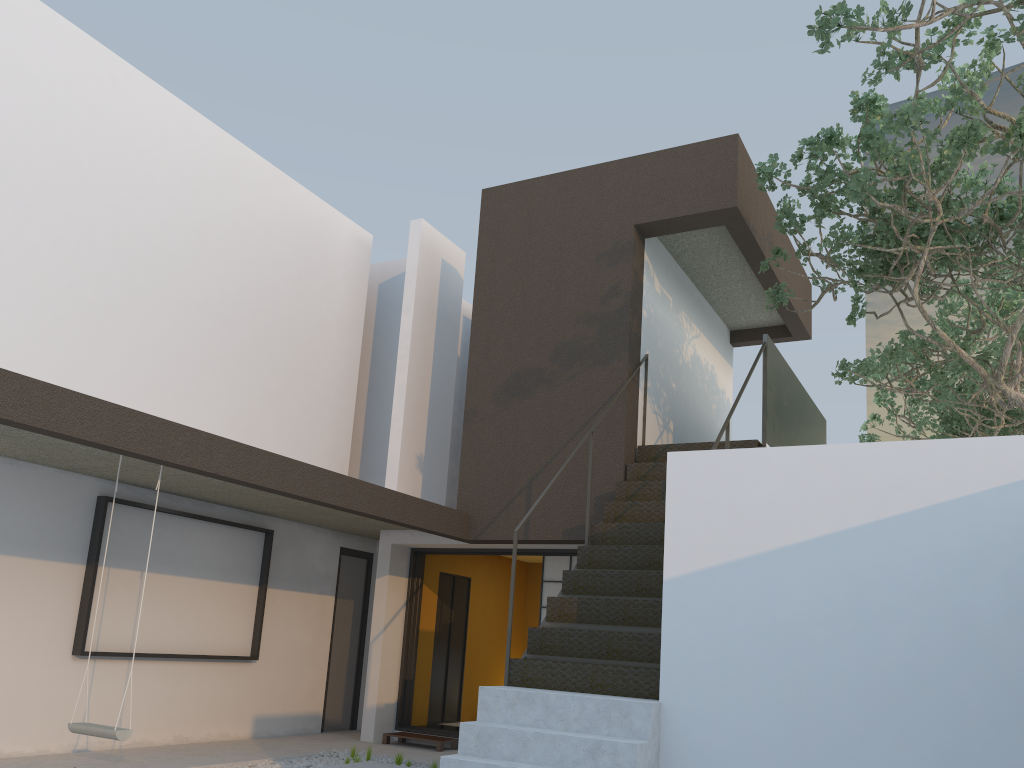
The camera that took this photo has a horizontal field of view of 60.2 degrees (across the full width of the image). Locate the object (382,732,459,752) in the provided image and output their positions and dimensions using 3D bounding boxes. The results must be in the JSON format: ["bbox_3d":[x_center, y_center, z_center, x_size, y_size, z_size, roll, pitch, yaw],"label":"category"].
[{"bbox_3d":[-0.924,3.619,8.940,0.705,0.099,0.356,-5,-19,28],"label":"object"}]

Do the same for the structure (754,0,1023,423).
[{"bbox_3d":[4.035,-0.959,6.506,4.332,3.631,5.867,2,-15,9],"label":"structure"}]

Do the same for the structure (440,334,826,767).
[{"bbox_3d":[1.650,1.450,7.880,1.160,3.871,6.670,-3,-17,28],"label":"structure"}]

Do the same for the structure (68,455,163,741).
[{"bbox_3d":[-2.535,1.324,5.735,0.463,1.832,0.131,-3,-13,29],"label":"structure"}]

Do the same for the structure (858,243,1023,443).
[{"bbox_3d":[7.688,0.760,11.886,5.506,4.614,7.457,2,-15,9],"label":"structure"}]
